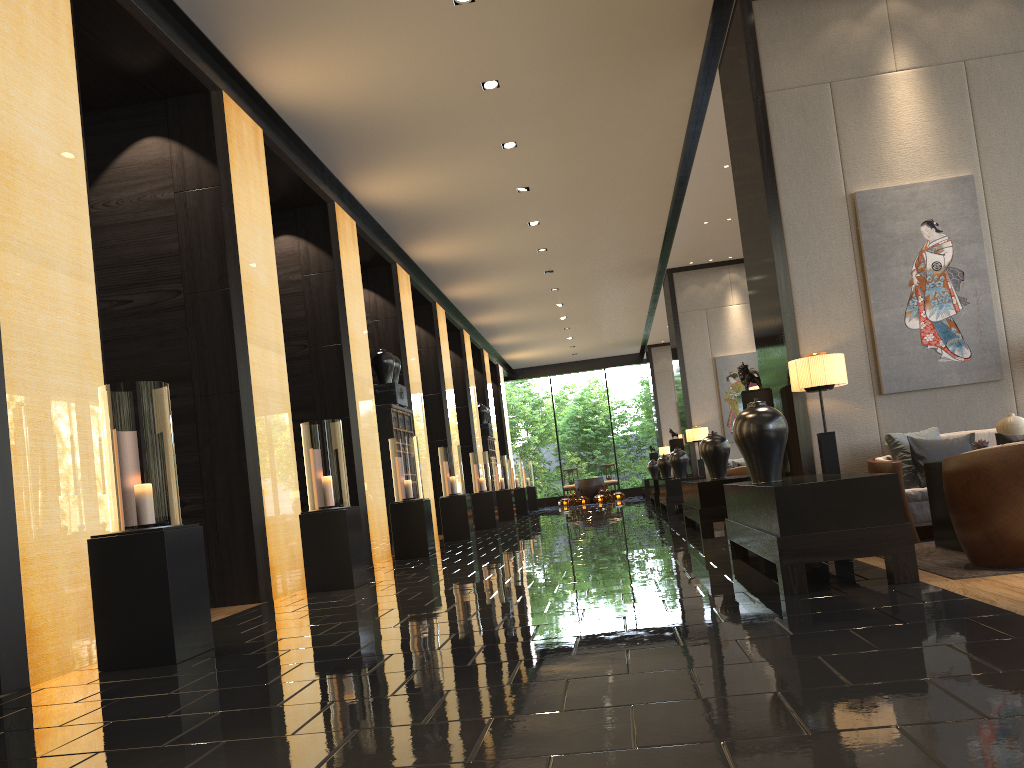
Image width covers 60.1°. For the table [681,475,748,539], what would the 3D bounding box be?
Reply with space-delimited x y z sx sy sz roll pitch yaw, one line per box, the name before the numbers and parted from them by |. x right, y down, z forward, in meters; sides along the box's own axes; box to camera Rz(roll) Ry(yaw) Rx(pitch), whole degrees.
table | 2.115 1.217 8.985 0.620 0.511 1.968 -7 -7 6

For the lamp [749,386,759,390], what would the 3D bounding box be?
lamp | 2.410 0.663 7.961 0.374 1.314 0.377 -4 -5 -40

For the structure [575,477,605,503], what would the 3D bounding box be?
structure | 2.285 3.106 25.809 0.873 0.707 0.879 -6 -5 -6

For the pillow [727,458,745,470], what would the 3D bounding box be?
pillow | 3.824 1.441 14.917 0.432 0.398 0.202 -5 -4 -16

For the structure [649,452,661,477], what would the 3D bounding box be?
structure | 4.050 2.541 24.891 0.240 1.213 0.241 -7 -4 6

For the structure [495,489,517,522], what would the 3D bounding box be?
structure | -0.155 2.609 19.058 0.402 0.655 0.403 -7 -4 6

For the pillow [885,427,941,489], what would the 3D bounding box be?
pillow | 2.817 0.508 6.110 0.432 0.398 0.202 -5 -4 -16

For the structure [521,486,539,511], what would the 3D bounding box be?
structure | 0.511 3.226 24.887 0.402 0.655 0.403 -7 -4 6

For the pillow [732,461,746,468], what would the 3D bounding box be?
pillow | 3.908 1.432 14.751 0.472 0.360 0.220 -7 -4 3

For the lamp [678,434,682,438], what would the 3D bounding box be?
lamp | 3.421 1.585 16.822 0.376 1.346 0.375 -8 -4 25

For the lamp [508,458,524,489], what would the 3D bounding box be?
lamp | 0.097 2.226 22.019 0.337 0.726 0.338 -7 -4 8

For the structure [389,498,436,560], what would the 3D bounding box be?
structure | -1.155 1.683 10.314 0.402 0.655 0.403 -7 -4 6

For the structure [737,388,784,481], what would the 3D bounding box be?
structure | 2.014 0.655 7.082 0.240 1.213 0.241 -7 -4 6

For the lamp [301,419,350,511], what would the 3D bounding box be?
lamp | -1.569 0.683 7.446 0.336 0.726 0.338 -5 -4 -21

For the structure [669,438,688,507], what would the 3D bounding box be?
structure | 3.031 1.597 15.975 0.240 1.213 0.241 -7 -4 6

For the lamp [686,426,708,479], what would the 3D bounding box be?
lamp | 3.216 1.395 15.027 0.376 1.346 0.375 -8 -4 25

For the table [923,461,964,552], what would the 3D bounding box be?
table | 3.064 0.651 5.139 1.042 0.515 0.577 -7 -5 6

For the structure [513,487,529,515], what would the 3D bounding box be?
structure | 0.178 2.918 21.972 0.402 0.655 0.403 -7 -4 6

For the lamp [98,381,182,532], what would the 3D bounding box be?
lamp | -1.903 0.374 4.532 0.336 0.726 0.338 -5 -4 -21

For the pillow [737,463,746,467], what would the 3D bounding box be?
pillow | 3.545 1.278 13.001 0.442 0.337 0.205 -8 -5 13

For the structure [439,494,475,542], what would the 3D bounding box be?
structure | -0.822 1.992 13.229 0.402 0.655 0.403 -7 -4 6

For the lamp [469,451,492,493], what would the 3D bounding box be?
lamp | -0.570 1.609 16.190 0.337 0.726 0.338 -7 -4 8

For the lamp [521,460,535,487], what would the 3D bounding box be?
lamp | 0.430 2.535 24.934 0.336 0.726 0.338 -6 -4 -7

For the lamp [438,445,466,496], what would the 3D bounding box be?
lamp | -0.903 1.300 13.275 0.337 0.726 0.338 -7 -4 8

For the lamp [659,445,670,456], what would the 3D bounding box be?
lamp | 4.237 2.341 23.953 0.376 1.346 0.374 -9 -4 35

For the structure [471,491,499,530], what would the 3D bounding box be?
structure | -0.488 2.300 16.143 0.402 0.655 0.403 -7 -4 6

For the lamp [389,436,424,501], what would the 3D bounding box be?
lamp | -1.236 0.991 10.361 0.337 0.726 0.337 -7 -4 11

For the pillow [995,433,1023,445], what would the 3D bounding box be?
pillow | 2.538 0.345 4.194 0.442 0.337 0.205 -8 -5 13

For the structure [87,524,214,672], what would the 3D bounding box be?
structure | -1.821 1.066 4.485 0.402 0.655 0.403 -7 -4 6

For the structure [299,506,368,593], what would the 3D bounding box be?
structure | -1.488 1.374 7.400 0.402 0.655 0.403 -7 -4 6

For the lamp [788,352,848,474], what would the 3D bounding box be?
lamp | 2.203 0.458 6.168 0.374 1.343 0.377 -4 -4 -33

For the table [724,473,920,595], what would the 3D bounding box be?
table | 1.677 0.810 5.147 0.620 0.511 1.968 -7 -7 6

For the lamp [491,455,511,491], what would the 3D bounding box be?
lamp | -0.236 1.917 19.104 0.337 0.726 0.338 -7 -4 8

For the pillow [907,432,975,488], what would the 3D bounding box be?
pillow | 2.901 0.499 5.944 0.472 0.360 0.220 -7 -4 3
